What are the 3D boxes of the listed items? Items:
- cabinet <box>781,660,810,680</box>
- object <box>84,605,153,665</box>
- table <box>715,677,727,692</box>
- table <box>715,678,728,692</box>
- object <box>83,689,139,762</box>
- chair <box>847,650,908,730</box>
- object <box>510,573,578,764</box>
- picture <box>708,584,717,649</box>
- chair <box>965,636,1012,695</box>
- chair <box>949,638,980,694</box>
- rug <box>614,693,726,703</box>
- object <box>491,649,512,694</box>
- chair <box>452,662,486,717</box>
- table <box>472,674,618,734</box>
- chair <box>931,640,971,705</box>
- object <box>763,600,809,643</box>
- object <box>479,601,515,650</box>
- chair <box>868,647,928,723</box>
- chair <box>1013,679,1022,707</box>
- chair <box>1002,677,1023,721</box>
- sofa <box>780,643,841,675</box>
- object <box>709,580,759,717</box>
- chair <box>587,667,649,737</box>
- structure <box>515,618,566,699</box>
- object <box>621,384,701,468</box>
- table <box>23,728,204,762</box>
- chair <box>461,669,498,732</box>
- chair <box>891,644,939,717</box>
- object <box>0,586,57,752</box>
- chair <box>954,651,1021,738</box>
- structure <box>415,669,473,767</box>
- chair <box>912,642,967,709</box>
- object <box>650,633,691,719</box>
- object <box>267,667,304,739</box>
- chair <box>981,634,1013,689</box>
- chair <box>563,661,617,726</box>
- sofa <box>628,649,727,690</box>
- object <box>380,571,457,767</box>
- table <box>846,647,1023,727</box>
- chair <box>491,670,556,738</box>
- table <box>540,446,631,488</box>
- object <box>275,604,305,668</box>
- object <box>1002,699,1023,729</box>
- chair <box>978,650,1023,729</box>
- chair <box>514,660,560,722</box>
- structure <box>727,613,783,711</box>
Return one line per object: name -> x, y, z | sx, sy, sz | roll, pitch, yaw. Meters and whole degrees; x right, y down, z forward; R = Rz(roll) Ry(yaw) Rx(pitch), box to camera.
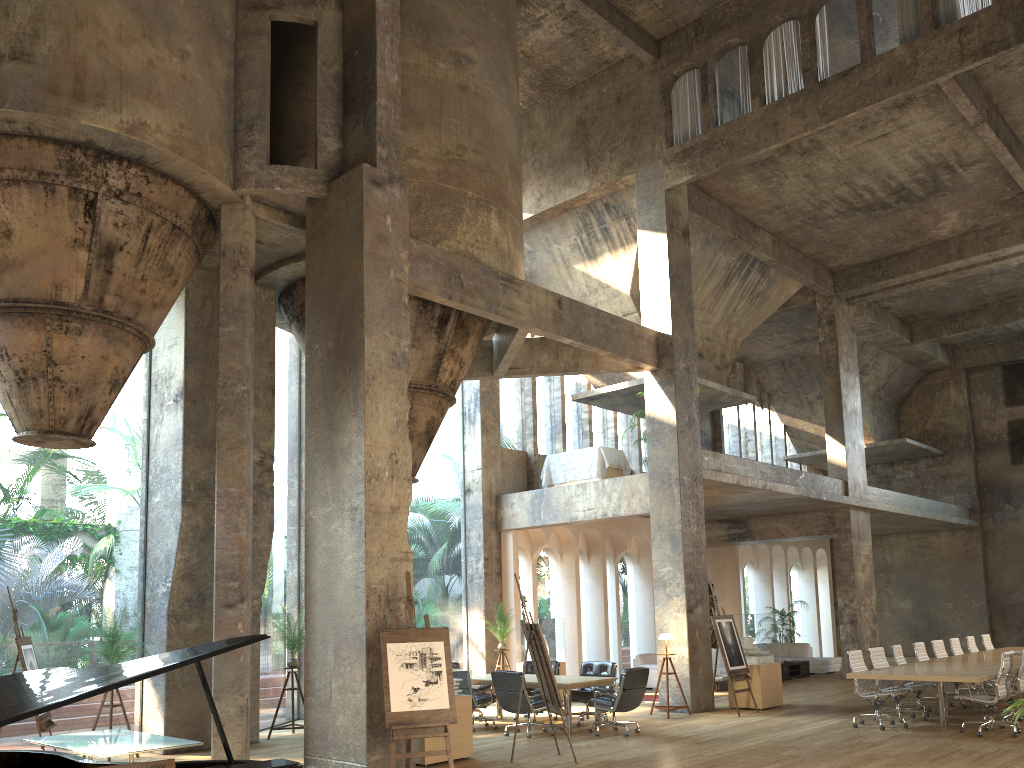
cabinet -> 6.341, 6.595, 20.218 | 0.401, 0.362, 1.577 | -12, -17, 41
object -> -4.827, 3.182, 10.842 | 0.861, 0.921, 0.701 | 4, -11, -26
table -> 4.184, 6.212, 18.204 | 0.801, 0.198, 1.121 | -14, -19, 41
table -> 3.930, 6.127, 17.939 | 0.871, 0.241, 0.373 | -15, -18, 42
object -> -4.826, 4.122, 10.780 | 0.665, 0.953, 0.577 | -9, -12, 37
chair -> 4.992, 4.154, 11.988 | 0.670, 1.005, 0.709 | 7, -13, -41
object -> 0.283, 3.233, 10.044 | 0.685, 2.104, 0.714 | 1, -8, -15
picture -> 4.940, 6.113, 23.012 | 0.070, 1.736, 1.517 | -8, -12, 42
chair -> 8.632, 5.078, 15.893 | 0.671, 1.005, 0.708 | 7, -13, -43
chair -> 8.004, 4.920, 15.227 | 0.670, 1.005, 0.709 | 7, -13, -41
rug -> 2.658, 5.916, 16.561 | 2.496, 0.009, 1.359 | -15, -20, 42
object -> -0.188, 5.538, 16.672 | 0.659, 0.953, 0.582 | -3, -9, 7
chair -> -0.796, 4.911, 14.054 | 0.829, 0.875, 0.738 | -10, -13, 37
table -> 0.289, 4.710, 13.030 | 2.442, 0.685, 1.115 | -14, -18, 42
chair -> 7.389, 4.766, 14.573 | 0.669, 1.005, 0.709 | 6, -12, -38
object -> 7.347, 6.769, 23.799 | 1.366, 1.776, 1.422 | 7, -13, -40
object -> -0.261, 4.625, 16.827 | 0.693, 0.921, 0.871 | -8, -13, 33
chair -> 5.558, 4.309, 12.638 | 0.669, 1.005, 0.709 | 6, -12, -38
chair -> 7.868, 4.358, 13.060 | 0.669, 1.005, 0.709 | 6, -12, -38
chair -> 7.254, 4.204, 12.406 | 0.670, 1.005, 0.709 | 7, -13, -41
sofa -> 7.056, 6.903, 22.152 | 2.095, 0.706, 1.082 | -14, -18, 41
object -> 3.429, 4.193, 14.038 | 0.691, 2.104, 0.708 | -9, -11, 41
chair -> 1.409, 4.312, 11.979 | 0.830, 0.874, 0.738 | -10, -13, 38
structure -> 0.548, 5.226, 16.661 | 0.601, 1.517, 0.750 | -9, -12, 42
object -> 2.807, 0.872, 16.299 | 1.366, 1.773, 1.422 | 7, -13, -40
table -> -3.845, 3.685, 8.393 | 1.896, 0.535, 0.950 | -14, -18, 42
chair -> -0.608, 4.589, 12.838 | 0.739, 0.874, 0.829 | -11, -15, 43
chair -> 6.140, 4.457, 13.265 | 0.707, 1.005, 0.672 | -10, -13, 42
object -> -5.413, 3.321, 9.812 | 0.685, 2.104, 0.714 | 1, -8, -18
chair -> 3.951, 4.457, 13.022 | 13.123, 1.010, 31.811 | -14, -19, 41
structure -> -0.984, 3.852, 10.217 | 0.752, 0.994, 0.742 | -11, -13, 42
chair -> 6.783, 4.616, 13.937 | 0.670, 1.005, 0.709 | 7, -13, -41
object -> 2.380, 4.589, 13.885 | 0.577, 1.271, 0.664 | -9, -12, 42
object -> -3.160, 4.568, 12.655 | 0.658, 0.953, 0.583 | 0, -9, -11
chair -> 9.284, 5.240, 16.579 | 0.670, 1.005, 0.709 | 7, -13, -40
chair -> 1.145, 4.643, 13.223 | 0.737, 0.874, 0.831 | -9, -13, 36
sofa -> 4.174, 6.182, 19.105 | 2.091, 0.707, 2.957 | -14, -19, 41
object -> -0.935, 2.888, 8.603 | 0.702, 2.104, 0.696 | 2, -9, -21
table -> 7.612, 4.670, 13.725 | 1.622, 0.743, 7.789 | -13, -19, 41
chair -> 0.203, 4.370, 12.080 | 0.827, 0.874, 0.740 | 7, -14, -39
table -> 1.460, 1.761, 17.623 | 1.773, 0.785, 1.126 | -14, -17, 42
object -> -3.125, 3.599, 12.610 | 0.694, 0.921, 0.870 | 8, -14, -43
object -> 2.602, 1.791, 3.518 | 1.101, 1.427, 1.144 | -8, -12, 33
chair -> 6.626, 4.046, 11.740 | 0.671, 1.005, 0.708 | 7, -13, -43
chair -> 0.389, 4.836, 13.887 | 0.731, 0.874, 0.837 | -5, -11, 16
structure -> 4.033, 4.614, 14.664 | 0.601, 1.517, 0.750 | -9, -12, 42
